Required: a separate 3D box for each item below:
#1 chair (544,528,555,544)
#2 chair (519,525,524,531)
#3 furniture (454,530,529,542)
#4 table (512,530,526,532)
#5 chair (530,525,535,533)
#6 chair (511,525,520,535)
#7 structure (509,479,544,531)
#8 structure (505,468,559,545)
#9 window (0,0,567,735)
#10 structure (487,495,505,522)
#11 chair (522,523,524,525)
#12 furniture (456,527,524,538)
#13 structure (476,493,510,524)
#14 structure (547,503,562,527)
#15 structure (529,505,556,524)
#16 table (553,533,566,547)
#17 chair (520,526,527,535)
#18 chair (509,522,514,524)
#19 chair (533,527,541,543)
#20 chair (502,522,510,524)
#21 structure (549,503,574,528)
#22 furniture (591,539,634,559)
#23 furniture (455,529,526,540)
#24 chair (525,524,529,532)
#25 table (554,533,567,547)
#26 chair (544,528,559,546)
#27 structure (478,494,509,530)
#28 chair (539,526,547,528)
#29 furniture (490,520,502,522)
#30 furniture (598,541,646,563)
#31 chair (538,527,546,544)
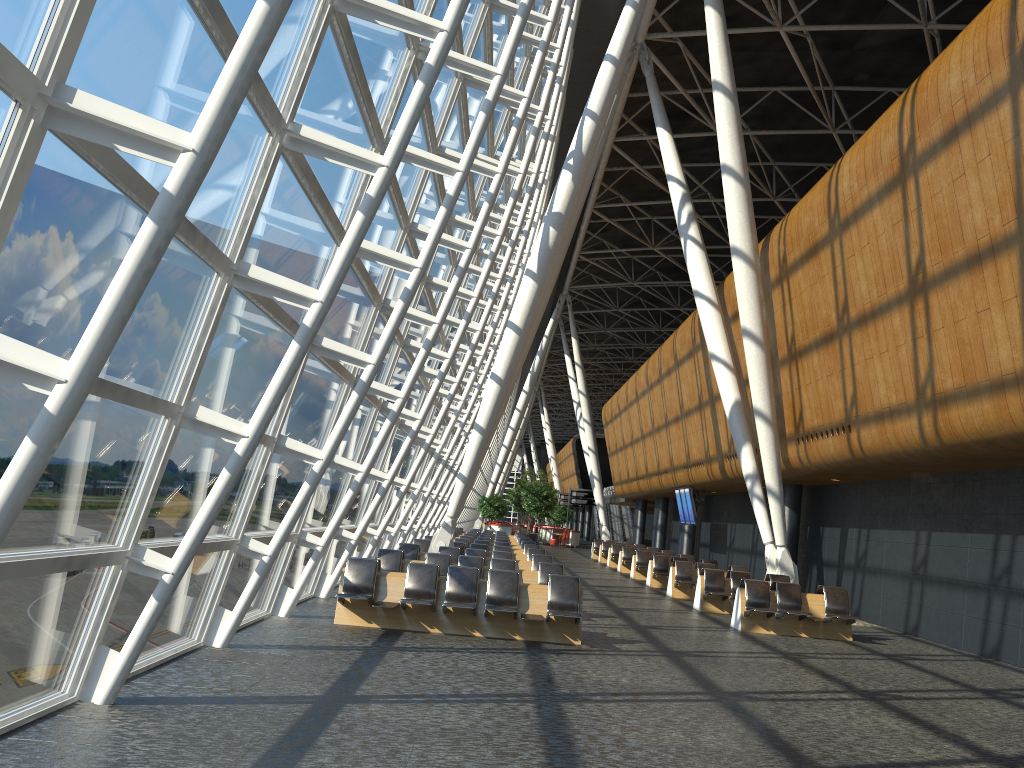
[{"bbox_3d":[2.407,9.267,53.459,0.660,1.004,0.627,1,-6,45],"label":"chair"},{"bbox_3d":[0.327,9.957,59.316,0.659,1.004,0.628,3,-4,25],"label":"chair"},{"bbox_3d":[-0.965,5.997,32.895,3.251,0.864,1.674,5,-7,0],"label":"furniture"},{"bbox_3d":[0.385,8.822,50.760,0.803,0.746,0.800,8,-6,-29],"label":"table"},{"bbox_3d":[1.644,10.649,63.213,0.659,1.004,0.628,2,-5,35],"label":"chair"},{"bbox_3d":[0.056,9.018,53.151,0.621,1.004,0.667,3,-5,25],"label":"chair"},{"bbox_3d":[1.252,9.832,69.832,3.086,4.508,5.802,3,-6,22],"label":"structure"},{"bbox_3d":[1.036,7.445,53.881,3.097,4.507,5.842,6,-6,-8],"label":"structure"},{"bbox_3d":[-1.806,6.114,78.850,3.720,13.937,167.662,5,-8,0],"label":"window"},{"bbox_3d":[-1.209,8.652,57.615,1.797,2.836,1.830,9,-6,-43],"label":"structure"},{"bbox_3d":[0.552,11.664,70.686,0.662,1.004,0.625,6,-4,-15],"label":"chair"},{"bbox_3d":[-1.047,6.880,38.890,3.251,0.864,1.674,5,-7,0],"label":"furniture"},{"bbox_3d":[-1.239,7.962,53.381,1.928,2.952,1.868,7,-5,-26],"label":"structure"},{"bbox_3d":[3.577,11.156,72.176,1.898,2.979,1.933,9,-6,-43],"label":"structure"},{"bbox_3d":[2.190,9.774,65.305,2.275,3.457,2.237,4,-4,12],"label":"structure"},{"bbox_3d":[2.778,9.119,51.365,0.797,0.746,0.807,3,-6,16],"label":"table"},{"bbox_3d":[0.429,8.854,51.827,0.659,1.004,0.628,3,-4,25],"label":"chair"},{"bbox_3d":[-0.319,11.331,68.950,0.665,1.004,0.622,8,-5,-35],"label":"chair"},{"bbox_3d":[1.746,9.546,55.724,0.659,1.004,0.628,2,-5,35],"label":"chair"},{"bbox_3d":[-0.655,11.104,67.619,0.627,1.004,0.661,8,-5,-35],"label":"chair"},{"bbox_3d":[3.387,9.704,61.771,1.746,2.763,1.778,9,-6,-43],"label":"structure"},{"bbox_3d":[4.502,7.404,39.180,1.896,0.864,1.674,5,-7,0],"label":"furniture"},{"bbox_3d":[-1.006,6.439,35.892,3.251,0.864,1.674,5,-7,0],"label":"furniture"},{"bbox_3d":[1.288,11.195,67.095,0.662,1.004,0.625,6,-4,-15],"label":"chair"},{"bbox_3d":[2.882,9.355,52.895,0.797,0.746,0.807,3,-6,16],"label":"table"},{"bbox_3d":[2.370,9.099,52.347,0.622,1.004,0.666,1,-6,45],"label":"chair"},{"bbox_3d":[-1.118,7.636,50.477,1.746,2.763,1.778,9,-6,-43],"label":"structure"},{"bbox_3d":[2.269,10.202,59.836,0.622,1.004,0.666,1,-6,45],"label":"chair"},{"bbox_3d":[-1.741,14.440,90.216,3.251,0.864,1.674,5,-7,0],"label":"furniture"},{"bbox_3d":[4.543,6.963,36.182,1.896,0.864,1.674,5,-7,0],"label":"furniture"},{"bbox_3d":[2.040,9.402,54.581,0.621,1.004,0.667,2,-5,35],"label":"chair"}]
